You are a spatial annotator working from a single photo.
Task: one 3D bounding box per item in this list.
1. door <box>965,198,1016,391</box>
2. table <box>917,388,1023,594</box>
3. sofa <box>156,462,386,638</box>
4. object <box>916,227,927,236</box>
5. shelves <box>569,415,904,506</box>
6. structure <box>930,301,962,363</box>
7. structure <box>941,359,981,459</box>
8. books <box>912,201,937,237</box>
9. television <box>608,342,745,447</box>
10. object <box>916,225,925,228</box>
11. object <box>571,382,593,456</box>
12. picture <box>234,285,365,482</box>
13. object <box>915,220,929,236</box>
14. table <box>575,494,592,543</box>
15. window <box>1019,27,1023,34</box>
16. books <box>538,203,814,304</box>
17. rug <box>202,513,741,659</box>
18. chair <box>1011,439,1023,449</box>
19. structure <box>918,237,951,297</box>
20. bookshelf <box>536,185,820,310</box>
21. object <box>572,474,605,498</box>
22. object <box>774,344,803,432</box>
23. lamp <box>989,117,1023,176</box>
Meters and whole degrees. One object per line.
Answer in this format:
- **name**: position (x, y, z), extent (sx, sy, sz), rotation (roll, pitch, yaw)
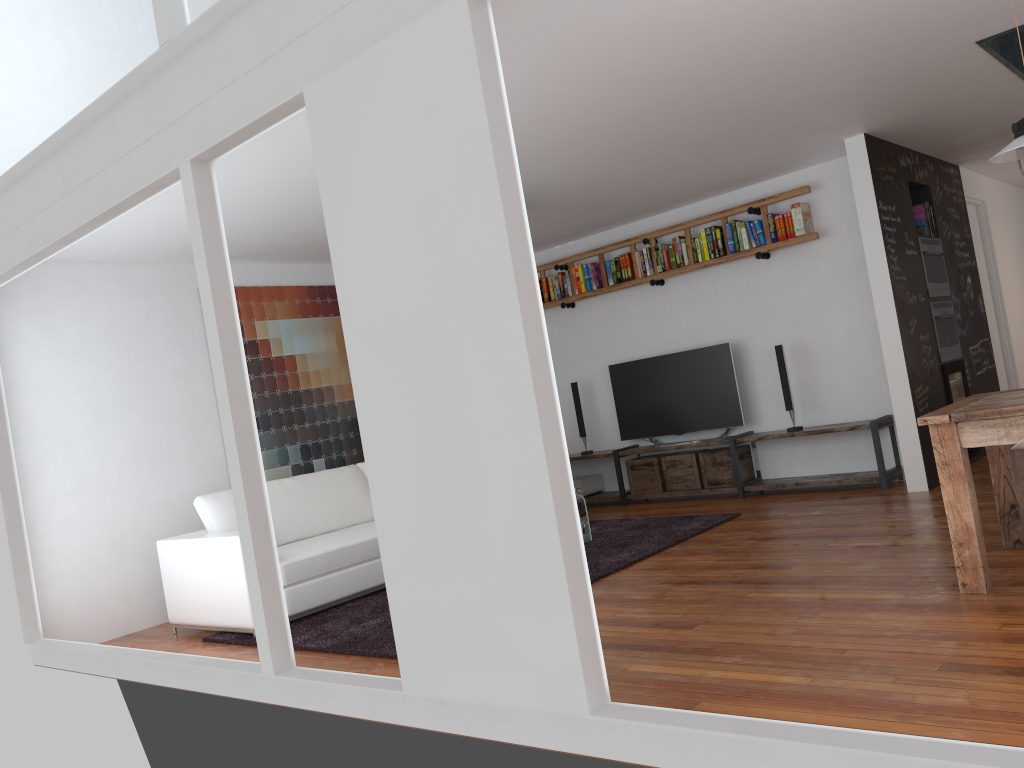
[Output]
- **door**: position (4.469, -0.625, 8.332), extent (0.120, 2.236, 0.823), rotation (-11, -2, 41)
- **table**: position (2.733, 0.321, 3.365), extent (1.910, 0.735, 0.969), rotation (-11, -2, 41)
- **sofa**: position (-0.870, 0.951, 6.445), extent (0.987, 0.842, 3.086), rotation (-11, -2, 41)
- **object**: position (3.170, -1.178, 6.924), extent (0.132, 0.069, 0.132), rotation (-9, -1, -16)
- **shelves**: position (1.519, 0.744, 7.716), extent (3.473, 0.506, 0.414), rotation (-11, -2, 41)
- **structure**: position (3.408, -0.420, 6.912), extent (0.052, 0.462, 0.585), rotation (-11, -2, 41)
- **structure**: position (3.521, 0.202, 6.893), extent (0.081, 0.763, 0.582), rotation (-11, -2, 41)
- **books**: position (3.278, -1.308, 7.193), extent (0.230, 0.303, 0.152), rotation (-11, -2, 41)
- **television**: position (1.420, 0.127, 7.732), extent (1.230, 0.786, 0.298), rotation (-11, -2, 41)
- **object**: position (3.172, -1.213, 6.919), extent (0.116, 0.042, 0.077), rotation (-9, -2, -36)
- **object**: position (0.649, 0.323, 8.343), extent (0.089, 0.687, 0.089), rotation (-10, -1, 26)
- **picture**: position (-1.250, 0.202, 7.617), extent (0.007, 2.136, 2.770), rotation (-11, -2, 41)
- **object**: position (3.229, -1.219, 7.057), extent (0.136, 0.136, 0.110), rotation (-11, -2, 34)
- **table**: position (0.153, 1.012, 6.278), extent (0.565, 0.337, 0.551), rotation (-11, -2, 41)
- **window**: position (3.847, -2.313, 4.271), extent (2.700, 0.035, 1.546), rotation (-11, -2, 41)
- **books**: position (2.266, -2.151, 7.161), extent (5.671, 1.974, 0.733), rotation (-10, -1, 30)
- **rug**: position (-0.086, 1.223, 5.810), extent (1.895, 0.019, 3.193), rotation (-11, -2, 41)
- **chair**: position (2.130, 0.428, 3.130), extent (0.505, 0.710, 0.577), rotation (-8, -2, -44)
- **structure**: position (3.323, -0.915, 6.923), extent (0.052, 0.462, 0.585), rotation (-11, -2, 41)
- **bookshelf**: position (1.249, -1.095, 7.841), extent (2.983, 0.465, 0.161), rotation (-11, -2, 41)
- **object**: position (0.634, 0.988, 8.483), extent (0.350, 0.170, 0.400), rotation (-11, -2, 40)
- **object**: position (2.170, 0.031, 6.983), extent (0.089, 0.687, 0.089), rotation (-9, -2, -39)
- **lamp**: position (2.185, -0.990, 3.679), extent (0.372, 0.306, 0.372), rotation (-11, -2, 35)
